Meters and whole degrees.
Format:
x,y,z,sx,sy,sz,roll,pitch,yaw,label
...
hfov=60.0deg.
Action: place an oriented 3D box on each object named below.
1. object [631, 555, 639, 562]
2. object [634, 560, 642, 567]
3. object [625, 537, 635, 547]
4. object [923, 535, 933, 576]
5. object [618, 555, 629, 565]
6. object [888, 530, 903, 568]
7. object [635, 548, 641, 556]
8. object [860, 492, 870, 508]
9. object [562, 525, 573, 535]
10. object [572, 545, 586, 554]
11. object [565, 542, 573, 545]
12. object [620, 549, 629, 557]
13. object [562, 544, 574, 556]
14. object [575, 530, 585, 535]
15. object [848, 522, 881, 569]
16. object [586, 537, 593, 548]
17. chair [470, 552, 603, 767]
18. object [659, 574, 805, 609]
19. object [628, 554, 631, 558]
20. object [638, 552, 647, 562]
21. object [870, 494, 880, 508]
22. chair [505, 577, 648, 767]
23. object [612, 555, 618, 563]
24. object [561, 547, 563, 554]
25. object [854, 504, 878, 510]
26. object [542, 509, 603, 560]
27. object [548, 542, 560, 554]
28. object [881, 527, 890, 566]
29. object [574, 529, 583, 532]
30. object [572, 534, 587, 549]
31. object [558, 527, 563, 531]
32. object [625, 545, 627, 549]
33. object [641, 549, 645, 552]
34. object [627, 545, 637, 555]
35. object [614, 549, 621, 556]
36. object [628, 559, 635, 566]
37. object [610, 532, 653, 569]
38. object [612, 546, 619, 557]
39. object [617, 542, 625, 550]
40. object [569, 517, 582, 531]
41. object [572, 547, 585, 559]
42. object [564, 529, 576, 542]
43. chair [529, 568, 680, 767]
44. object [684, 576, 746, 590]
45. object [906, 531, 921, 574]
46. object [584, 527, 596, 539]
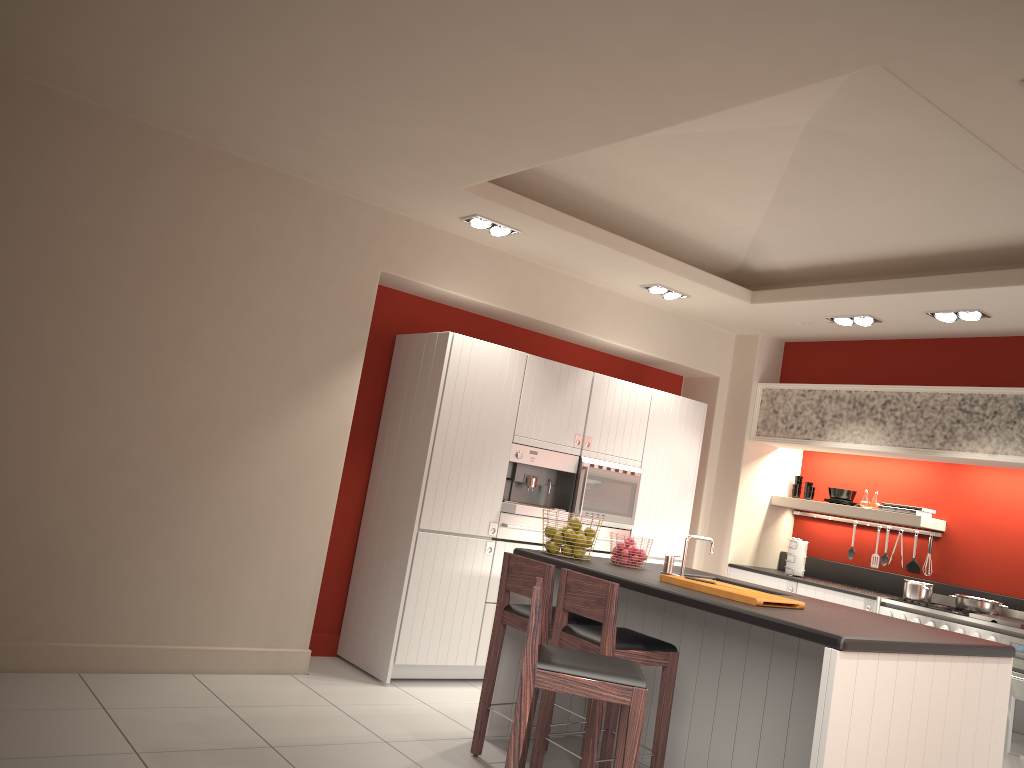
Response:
x,y,z,sx,sy,sz,roll,pitch,yaw,label
0.681,0.969,4.929,0.046,0.043,0.046,9,-6,4,object
0.708,1.007,5.006,0.050,0.049,0.049,7,-7,20,object
0.660,0.888,4.967,0.056,0.058,0.056,9,-6,9,object
3.263,1.341,6.937,0.069,0.328,0.069,6,-7,31,object
0.622,0.979,4.938,0.061,0.058,0.062,14,-8,-36,object
3.111,1.323,7.148,0.009,0.297,0.124,14,-8,-36,object
0.700,0.940,4.971,0.041,0.045,0.045,7,-7,23,object
2.894,0.951,7.261,0.076,0.131,0.076,9,-6,6,object
0.306,0.807,4.874,0.062,0.061,0.057,12,-7,-21,object
0.368,0.916,4.900,0.084,0.079,0.086,9,-6,9,object
0.329,0.890,4.969,0.064,0.060,0.064,15,-8,-41,object
0.624,0.937,4.912,0.048,0.046,0.048,8,-6,13,object
0.309,0.908,4.848,0.068,0.068,0.068,13,-7,-25,object
0.375,0.830,4.885,0.056,0.054,0.057,7,-7,25,object
2.933,1.334,7.375,0.022,0.351,0.287,14,-8,-35,object
0.415,0.871,4.868,0.057,0.057,0.055,3,-9,45,object
0.175,1.410,4.505,0.474,1.009,0.383,14,-8,-36,chair
1.040,0.988,4.224,0.372,0.033,0.570,14,-8,-38,object
0.672,0.962,5.010,0.055,0.056,0.055,13,-7,-26,object
0.729,0.967,4.965,0.055,0.056,0.055,13,-7,-26,object
2.981,0.968,7.274,0.077,0.134,0.076,5,-8,37,object
0.237,1.297,3.363,0.474,1.009,0.383,9,-6,4,chair
0.580,0.983,4.985,0.050,0.049,0.049,7,-7,20,object
0.298,0.922,4.921,0.053,0.054,0.055,14,-7,-32,object
2.928,1.014,7.261,0.183,0.027,0.160,11,-6,-8,object
0.317,0.833,4.904,0.341,0.232,0.341,10,-6,-3,object
0.229,0.893,4.833,0.068,0.068,0.068,13,-7,-25,object
3.050,1.324,7.226,0.022,0.324,0.067,15,-8,-37,object
0.361,0.835,4.962,0.078,0.076,0.071,7,-7,23,object
0.369,0.857,4.833,0.082,0.082,0.082,7,-7,21,object
0.286,0.831,4.951,0.062,0.061,0.057,12,-7,-21,object
0.623,0.919,4.962,0.041,0.039,0.041,12,-7,-20,object
0.725,0.956,5.014,0.056,0.050,0.055,9,-6,2,object
0.670,0.924,4.929,0.056,0.055,0.051,12,-7,-22,object
0.590,0.938,4.942,0.041,0.041,0.040,10,-6,1,object
0.666,1.001,4.960,0.040,0.039,0.039,8,-6,13,object
0.661,0.936,4.980,0.248,0.169,0.247,4,-8,42,object
0.595,0.942,4.985,0.060,0.060,0.059,13,-7,-24,object
0.606,0.900,4.929,0.048,0.046,0.048,9,-6,10,object
0.352,0.777,4.919,0.077,0.080,0.078,14,-8,-36,object
0.362,0.914,4.814,0.068,0.068,0.068,13,-7,-25,object
0.317,0.821,4.814,0.067,0.068,0.067,8,-6,16,object
0.449,1.417,4.134,0.474,1.009,0.383,14,-8,-34,chair
0.981,0.960,4.275,0.302,0.010,0.035,7,-7,24,object
3.207,1.337,7.045,0.040,0.331,0.123,14,-8,-36,object
0.431,0.823,4.901,0.067,0.064,0.067,14,-8,-35,object
